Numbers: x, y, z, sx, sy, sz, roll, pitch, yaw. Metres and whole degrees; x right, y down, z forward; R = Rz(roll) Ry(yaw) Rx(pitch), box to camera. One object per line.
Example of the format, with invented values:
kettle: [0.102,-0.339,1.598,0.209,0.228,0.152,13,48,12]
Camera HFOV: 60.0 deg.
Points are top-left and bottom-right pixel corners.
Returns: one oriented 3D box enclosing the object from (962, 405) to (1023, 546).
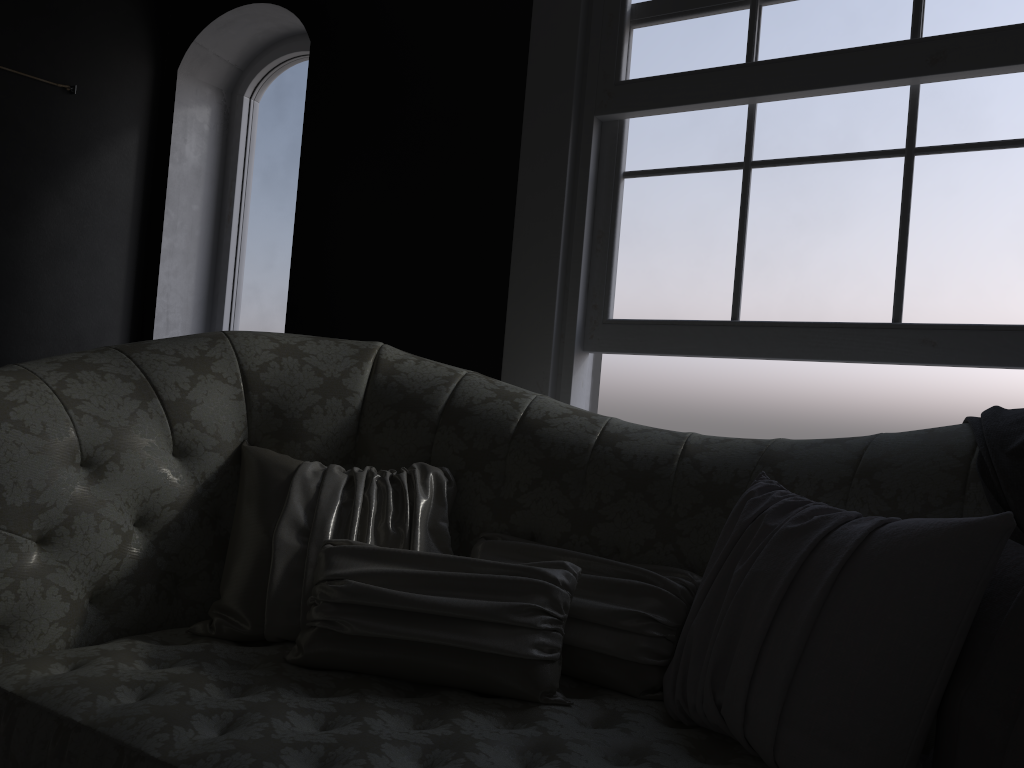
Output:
object: [1.128,0.259,1.244,0.517,0.585,1.367,5,-2,-8]

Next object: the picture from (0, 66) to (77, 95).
picture: [-3.022,-1.022,1.779,0.058,0.771,4.462,4,-2,32]

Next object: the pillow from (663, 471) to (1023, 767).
pillow: [0.659,0.402,1.352,0.963,0.461,0.405,3,-2,40]

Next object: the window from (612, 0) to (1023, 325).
window: [0.871,-0.973,2.403,1.262,1.671,0.056,4,-1,32]

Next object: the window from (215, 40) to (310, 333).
window: [-1.014,-0.828,4.061,0.739,1.456,0.112,4,-1,32]

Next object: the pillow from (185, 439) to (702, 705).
pillow: [-0.198,0.369,1.866,1.104,0.416,0.529,4,-2,32]

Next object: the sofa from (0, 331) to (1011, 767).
sofa: [0.238,0.488,1.666,2.811,1.160,1.608,4,-2,33]
